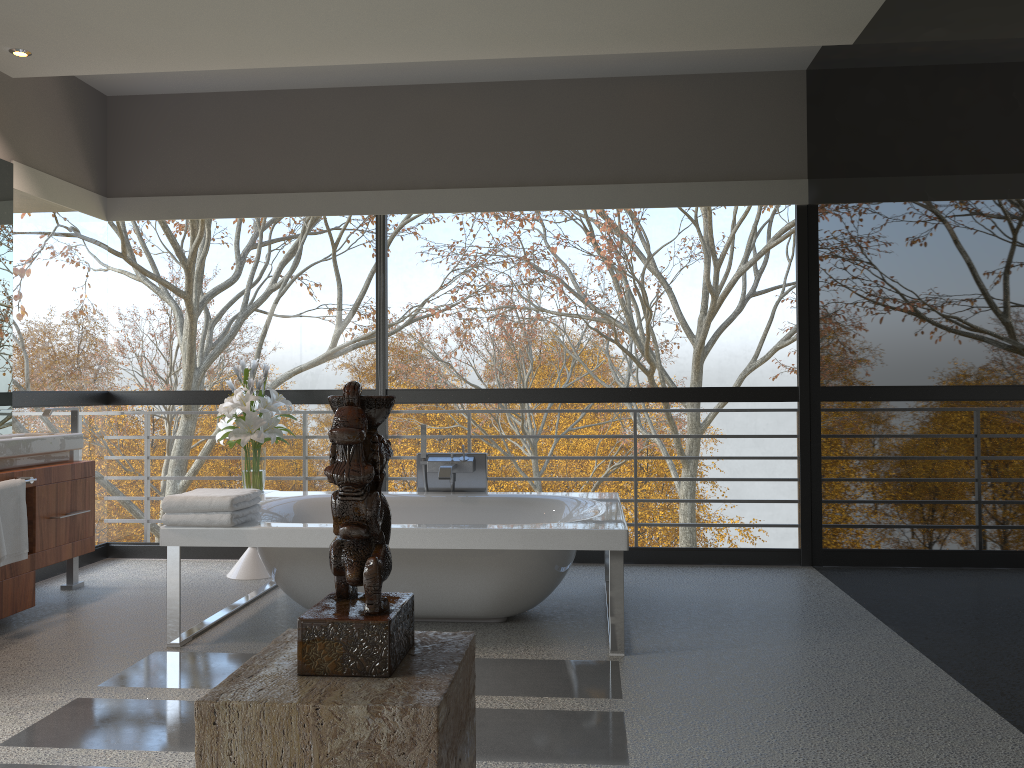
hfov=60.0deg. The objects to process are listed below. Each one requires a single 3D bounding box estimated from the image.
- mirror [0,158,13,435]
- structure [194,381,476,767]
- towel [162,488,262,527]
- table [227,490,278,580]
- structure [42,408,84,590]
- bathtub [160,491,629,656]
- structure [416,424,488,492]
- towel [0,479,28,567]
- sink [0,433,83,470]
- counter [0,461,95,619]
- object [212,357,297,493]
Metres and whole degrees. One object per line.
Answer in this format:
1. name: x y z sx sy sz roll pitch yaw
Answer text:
1. mirror: -2.882 -0.392 3.905 0.253 1.618 1.790 0 -1 5
2. structure: -0.213 0.533 1.187 0.292 1.074 0.328 0 -1 5
3. towel: -1.290 0.539 3.838 0.322 0.145 0.305 0 -1 8
4. table: -1.513 0.877 5.199 0.307 0.479 0.307 0 -1 -11
5. structure: -2.425 0.623 4.783 0.069 0.989 0.303 0 -1 5
6. bathtub: -0.447 0.849 4.293 1.958 0.504 1.327 0 -1 5
7. structure: -0.350 0.668 4.895 0.402 0.885 0.330 0 -1 5
8. towel: -2.215 0.607 3.877 0.079 0.368 0.302 0 -1 6
9. sink: -2.495 0.274 4.382 0.352 0.266 0.750 0 -1 5
10. counter: -2.490 0.754 3.824 0.524 0.704 1.848 0 -1 5
11. object: -1.530 0.240 5.206 0.450 0.796 0.460 -1 -1 33
